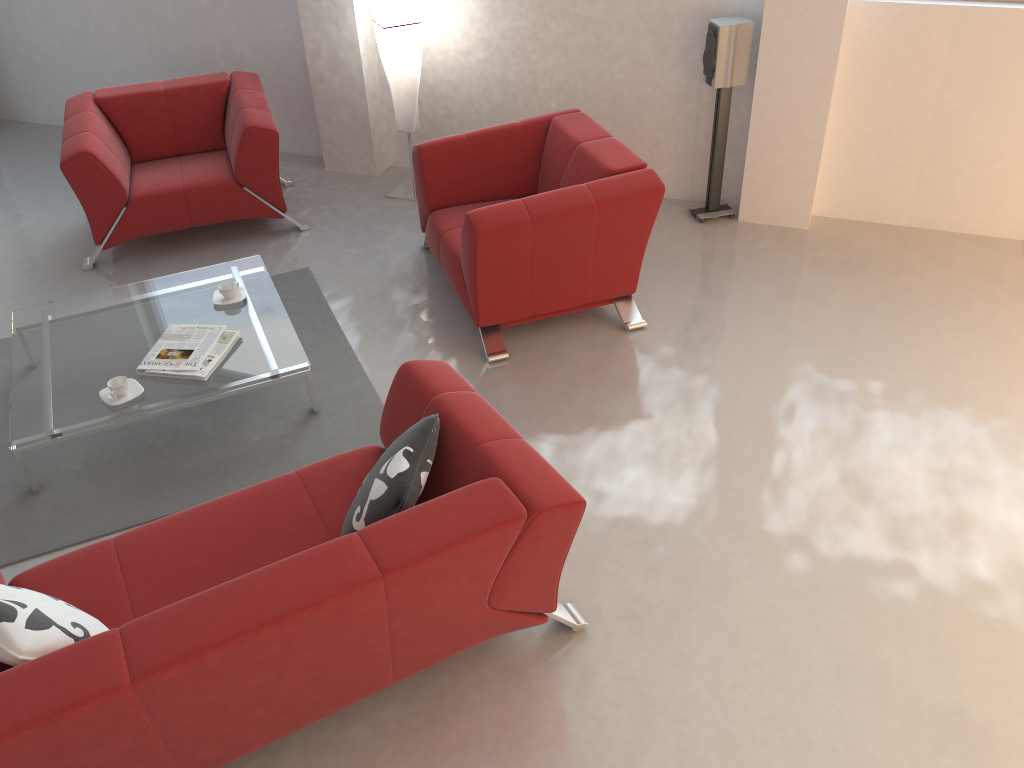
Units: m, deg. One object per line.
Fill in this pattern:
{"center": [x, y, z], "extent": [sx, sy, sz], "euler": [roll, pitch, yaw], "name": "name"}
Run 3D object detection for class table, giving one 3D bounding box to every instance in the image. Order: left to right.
{"center": [-1.579, -0.096, 3.995], "extent": [1.162, 0.286, 1.097], "euler": [-17, 38, -18], "name": "table"}

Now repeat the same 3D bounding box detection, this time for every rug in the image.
{"center": [-1.569, 0.028, 4.072], "extent": [1.700, 0.025, 1.700], "euler": [-17, 38, -18], "name": "rug"}

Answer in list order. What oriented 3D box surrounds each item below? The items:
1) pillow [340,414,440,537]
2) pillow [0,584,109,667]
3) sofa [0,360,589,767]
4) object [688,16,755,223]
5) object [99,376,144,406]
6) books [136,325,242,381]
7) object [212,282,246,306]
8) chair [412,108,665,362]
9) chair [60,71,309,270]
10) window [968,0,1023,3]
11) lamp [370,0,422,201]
{"center": [-0.371, 0.327, 2.673], "extent": [0.288, 0.343, 0.402], "euler": [6, 37, 12], "name": "pillow"}
{"center": [-1.245, 0.639, 2.307], "extent": [0.402, 0.343, 0.288], "euler": [16, 40, 24], "name": "pillow"}
{"center": [-0.788, 0.618, 2.603], "extent": [1.929, 0.738, 0.951], "euler": [-20, 40, -22], "name": "sofa"}
{"center": [1.171, -1.456, 4.975], "extent": [0.229, 1.112, 0.214], "euler": [-10, 37, -10], "name": "object"}
{"center": [-1.564, 0.018, 3.540], "extent": [0.153, 0.069, 0.153], "euler": [-30, 44, -32], "name": "object"}
{"center": [-1.380, -0.145, 3.778], "extent": [0.345, 0.035, 0.367], "euler": [5, 37, 10], "name": "books"}
{"center": [-1.321, -0.427, 4.128], "extent": [0.153, 0.069, 0.153], "euler": [-9, 37, -9], "name": "object"}
{"center": [0.077, -0.839, 4.524], "extent": [0.951, 0.738, 1.288], "euler": [-13, 38, -14], "name": "chair"}
{"center": [-1.986, -1.321, 5.317], "extent": [1.288, 0.738, 0.951], "euler": [-13, 38, -14], "name": "chair"}
{"center": [2.868, -2.556, 3.750], "extent": [2.400, 1.800, 0.100], "euler": [11, 39, 18], "name": "window"}
{"center": [-0.662, -1.971, 5.233], "extent": [0.313, 1.779, 0.313], "euler": [6, 37, 12], "name": "lamp"}
